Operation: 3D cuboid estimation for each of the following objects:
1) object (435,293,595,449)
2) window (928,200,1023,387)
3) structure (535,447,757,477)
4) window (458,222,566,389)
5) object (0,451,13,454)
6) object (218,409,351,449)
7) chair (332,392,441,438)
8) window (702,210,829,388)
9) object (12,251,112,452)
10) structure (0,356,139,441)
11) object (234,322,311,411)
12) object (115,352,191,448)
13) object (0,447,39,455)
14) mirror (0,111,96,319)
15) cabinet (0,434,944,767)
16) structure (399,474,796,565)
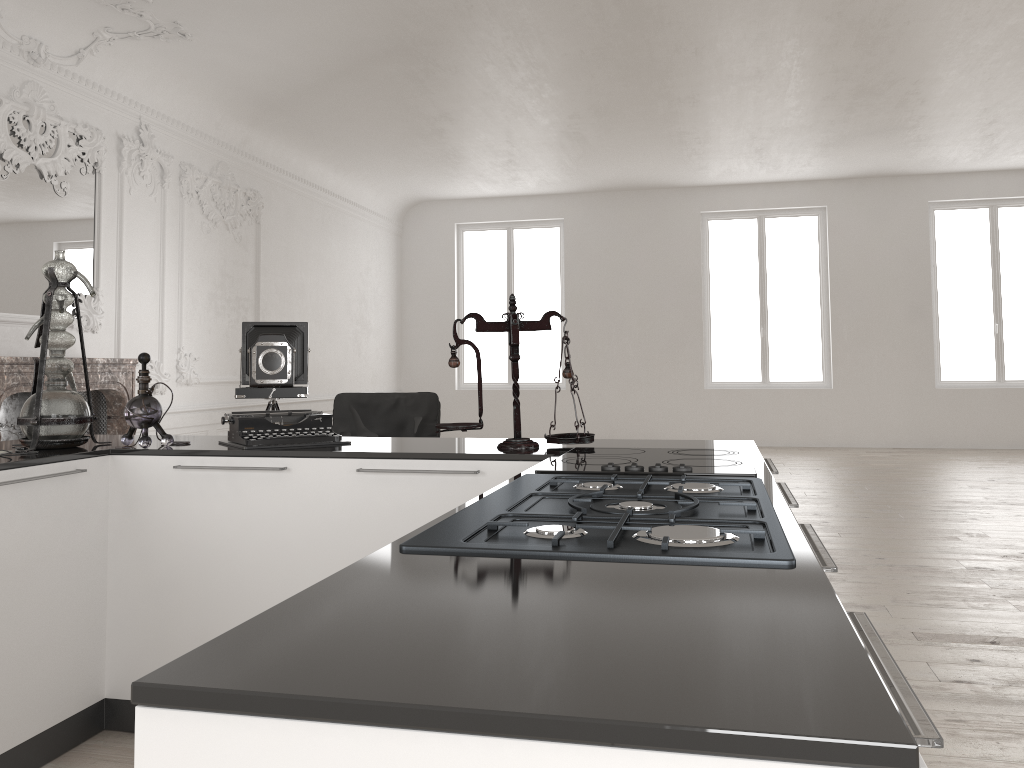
[{"bbox_3d":[0.014,-0.041,2.785,0.513,0.493,0.167,0,-3,-14],"label":"object"},{"bbox_3d":[6.750,-1.256,12.255,1.724,2.592,0.070,-1,-4,13],"label":"window"},{"bbox_3d":[0.369,0.192,2.328,0.506,0.021,0.627,0,1,13],"label":"structure"},{"bbox_3d":[-0.012,-1.222,13.795,1.724,2.592,0.070,-1,-4,13],"label":"window"},{"bbox_3d":[-1.597,0.212,2.687,0.093,0.004,0.140,-1,1,-7],"label":"object"},{"bbox_3d":[-0.784,0.146,3.015,0.383,0.111,0.316,-1,1,-32],"label":"object"},{"bbox_3d":[-0.951,0.552,6.452,0.973,0.967,1.084,0,-1,-2],"label":"chair"},{"bbox_3d":[3.700,-1.240,12.950,1.724,2.592,0.070,-1,-4,13],"label":"window"},{"bbox_3d":[-1.482,-0.119,2.955,0.294,0.654,0.317,1,-3,-34],"label":"object"},{"bbox_3d":[-3.361,0.442,6.186,0.659,1.252,1.541,-1,-1,13],"label":"structure"},{"bbox_3d":[-1.828,0.275,6.779,0.711,1.529,0.652,0,-3,-12],"label":"object"},{"bbox_3d":[-1.220,0.050,2.970,0.203,0.313,0.221,-1,-2,11],"label":"object"},{"bbox_3d":[-1.522,0.191,2.646,0.123,0.045,0.375,0,1,2],"label":"object"},{"bbox_3d":[-3.517,-1.217,6.464,0.009,1.578,1.431,-1,-2,13],"label":"mirror"},{"bbox_3d":[-0.735,0.660,2.027,2.705,0.885,2.457,0,0,13],"label":"cabinet"},{"bbox_3d":[0.190,0.210,1.554,0.520,0.014,0.840,0,1,13],"label":"structure"}]
